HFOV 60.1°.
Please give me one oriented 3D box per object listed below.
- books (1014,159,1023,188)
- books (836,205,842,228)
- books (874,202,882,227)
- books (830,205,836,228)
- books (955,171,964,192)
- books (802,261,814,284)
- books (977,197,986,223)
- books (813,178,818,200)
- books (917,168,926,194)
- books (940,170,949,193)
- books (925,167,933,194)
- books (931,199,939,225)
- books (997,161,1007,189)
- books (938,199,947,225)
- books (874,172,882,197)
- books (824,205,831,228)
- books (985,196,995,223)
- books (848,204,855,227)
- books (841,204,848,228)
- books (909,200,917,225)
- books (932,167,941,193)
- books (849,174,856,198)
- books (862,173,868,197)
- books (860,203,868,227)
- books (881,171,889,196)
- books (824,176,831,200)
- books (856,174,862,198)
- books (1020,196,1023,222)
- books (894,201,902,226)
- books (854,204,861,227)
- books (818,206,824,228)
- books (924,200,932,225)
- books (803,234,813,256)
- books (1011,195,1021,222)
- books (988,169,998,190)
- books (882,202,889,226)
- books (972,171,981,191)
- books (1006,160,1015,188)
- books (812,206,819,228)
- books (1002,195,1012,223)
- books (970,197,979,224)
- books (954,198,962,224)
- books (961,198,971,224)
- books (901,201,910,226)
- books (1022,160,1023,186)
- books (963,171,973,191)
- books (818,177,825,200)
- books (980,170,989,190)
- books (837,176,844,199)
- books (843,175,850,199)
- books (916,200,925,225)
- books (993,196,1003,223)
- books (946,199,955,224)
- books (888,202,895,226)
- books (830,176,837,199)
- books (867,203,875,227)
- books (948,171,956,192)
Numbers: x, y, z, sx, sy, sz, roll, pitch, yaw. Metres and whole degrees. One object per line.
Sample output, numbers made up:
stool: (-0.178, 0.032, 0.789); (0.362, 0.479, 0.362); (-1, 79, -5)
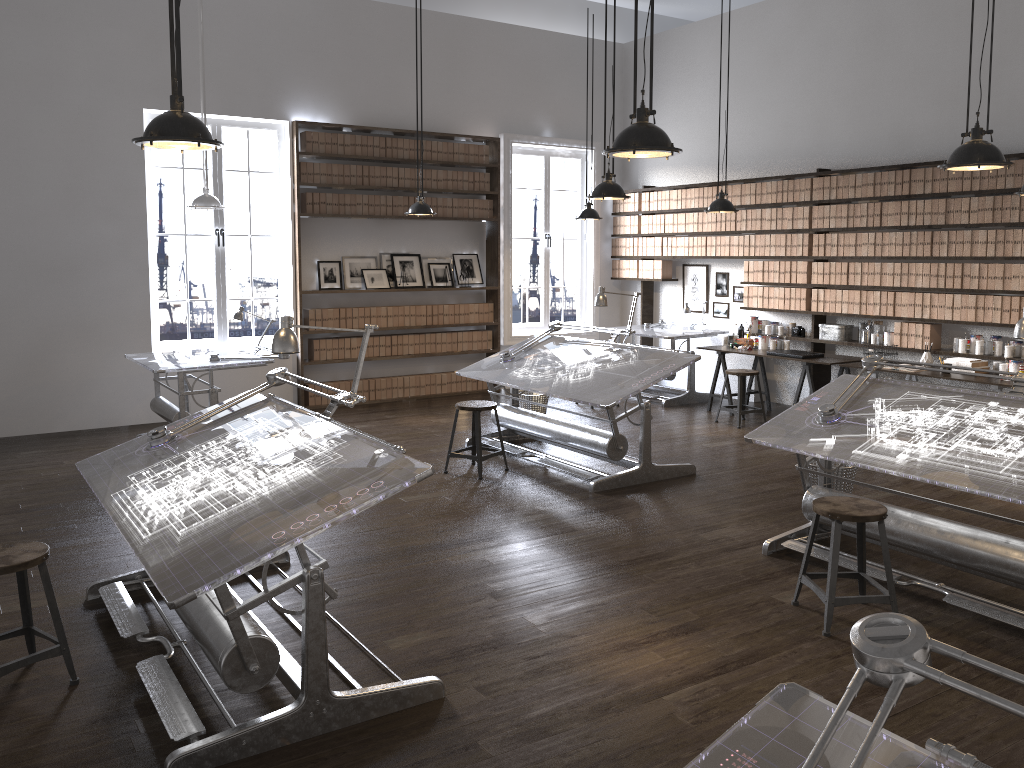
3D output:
books: (4.126, -1.688, 7.135); (0.175, 0.224, 0.067); (-4, 7, -33)
books: (3.214, -1.617, 8.561); (0.175, 0.224, 0.067); (-4, 7, -33)
books: (3.440, -1.566, 8.207); (0.175, 0.225, 0.067); (-4, 7, -33)
books: (3.178, -1.625, 8.613); (0.175, 0.224, 0.067); (-4, 7, -33)
books: (3.855, -1.747, 7.541); (0.175, 0.225, 0.067); (-4, 7, -33)
books: (3.006, -1.122, 8.922); (0.175, 0.225, 0.067); (-4, 7, -33)
books: (3.971, -1.448, 7.399); (0.175, 0.224, 0.067); (-4, 7, -33)
books: (3.062, -1.926, 8.768); (0.175, 0.224, 0.067); (-4, 7, -33)
books: (3.665, -1.790, 7.834); (0.175, 0.224, 0.067); (-4, 7, -33)
books: (3.785, -1.764, 7.660); (0.175, 0.224, 0.067); (-4, 7, -33)
books: (3.707, -1.781, 7.775); (0.175, 0.224, 0.067); (-4, 7, -33)
books: (3.747, -1.498, 7.743); (0.175, 0.224, 0.067); (-4, 7, -33)
books: (4.050, -1.704, 7.246); (0.175, 0.225, 0.067); (-4, 7, -33)
books: (3.779, -1.490, 7.685); (0.175, 0.225, 0.067); (-4, 7, -33)
books: (3.438, -1.842, 8.194); (0.175, 0.224, 0.067); (-4, 7, -33)
books: (3.137, -1.633, 8.673); (0.175, 0.225, 0.067); (-4, 7, -33)
books: (4.003, -1.439, 7.340); (0.175, 0.225, 0.067); (-4, 7, -33)
books: (3.288, -1.601, 8.450); (0.175, 0.224, 0.067); (-4, 7, -33)
books: (3.246, -1.609, 8.503); (0.175, 0.225, 0.067); (-4, 7, -33)
books: (3.631, -1.523, 7.917); (0.175, 0.224, 0.067); (-4, 7, -33)
books: (3.749, -1.773, 7.719); (0.175, 0.224, 0.067); (-4, 7, -33)
books: (3.287, -1.875, 8.417); (0.175, 0.225, 0.067); (-4, 7, -33)
books: (3.364, -1.858, 8.306); (0.175, 0.224, 0.067); (-4, 7, -33)
books: (3.362, -1.583, 8.329); (0.175, 0.224, 0.067); (-4, 7, -33)
books: (3.476, -1.834, 8.135); (0.175, 0.224, 0.067); (-4, 7, -33)
books: (3.132, -1.909, 8.652); (0.175, 0.224, 0.067); (-4, 7, -33)
books: (3.328, -1.866, 8.358); (0.175, 0.224, 0.067); (-4, 7, -33)
books: (4.161, -1.406, 7.110); (0.175, 0.224, 0.067); (-4, 7, -33)
books: (3.550, -1.541, 8.037); (0.175, 0.225, 0.067); (-4, 7, -33)
books: (3.327, -1.592, 8.391); (0.175, 0.224, 0.067); (-4, 7, -33)
books: (3.102, -1.642, 8.733); (0.175, 0.224, 0.067); (-4, 7, -33)
books: (3.711, -1.506, 7.795); (0.175, 0.224, 0.067); (-4, 7, -33)
books: (3.010, -1.398, 8.903); (0.175, 0.224, 0.067); (-4, 7, -33)
books: (4.119, -1.414, 7.167); (0.175, 0.224, 0.067); (-4, 7, -33)
books: (4.015, -1.713, 7.307); (0.175, 0.224, 0.067); (-4, 7, -33)
books: (3.485, -1.557, 8.148); (0.175, 0.224, 0.067); (-4, 7, -33)
books: (3.937, -1.730, 7.422); (0.175, 0.224, 0.067); (-4, 7, -33)
books: (4.091, -1.695, 7.186); (0.175, 0.224, 0.067); (-4, 7, -33)
books: (3.066, -1.651, 8.793); (0.175, 0.224, 0.067); (-4, 7, -33)
books: (4.084, -1.423, 7.228); (0.175, 0.224, 0.067); (-4, 7, -33)
books: (3.935, -1.455, 7.450); (0.175, 0.224, 0.067); (-4, 7, -33)
books: (3.859, -1.473, 7.571); (0.175, 0.224, 0.067); (-4, 7, -33)
books: (3.894, -1.464, 7.510); (0.175, 0.225, 0.067); (-4, 7, -33)
books: (3.589, -1.532, 7.976); (0.175, 0.224, 0.067); (-4, 7, -33)
books: (4.159, -1.679, 7.076); (0.175, 0.225, 0.067); (-4, 7, -33)
books: (3.895, -1.738, 7.481); (0.175, 0.224, 0.067); (-4, 7, -33)
books: (3.093, -1.918, 8.713); (0.175, 0.225, 0.067); (-4, 7, -33)
books: (3.978, -1.722, 7.366); (0.175, 0.224, 0.067); (-4, 7, -33)
books: (3.216, -1.892, 8.537); (0.175, 0.224, 0.067); (-4, 7, -33)
books: (3.252, -1.883, 8.478); (0.175, 0.224, 0.067); (-4, 7, -33)
books: (3.670, -1.514, 7.854); (0.175, 0.225, 0.067); (-4, 7, -33)
books: (4.045, -1.432, 7.287); (0.175, 0.224, 0.067); (-4, 7, -33)
books: (3.823, -1.482, 7.630); (0.175, 0.224, 0.067); (-4, 7, -33)
books: (3.519, -1.549, 8.092); (0.175, 0.224, 0.067); (-4, 7, -33)
books: (3.175, -1.900, 8.593); (0.175, 0.224, 0.067); (-4, 7, -33)
books: (3.404, -1.575, 8.272); (0.175, 0.224, 0.067); (-4, 7, -33)
books: (3.825, -1.755, 7.597); (0.175, 0.224, 0.067); (-4, 7, -33)
